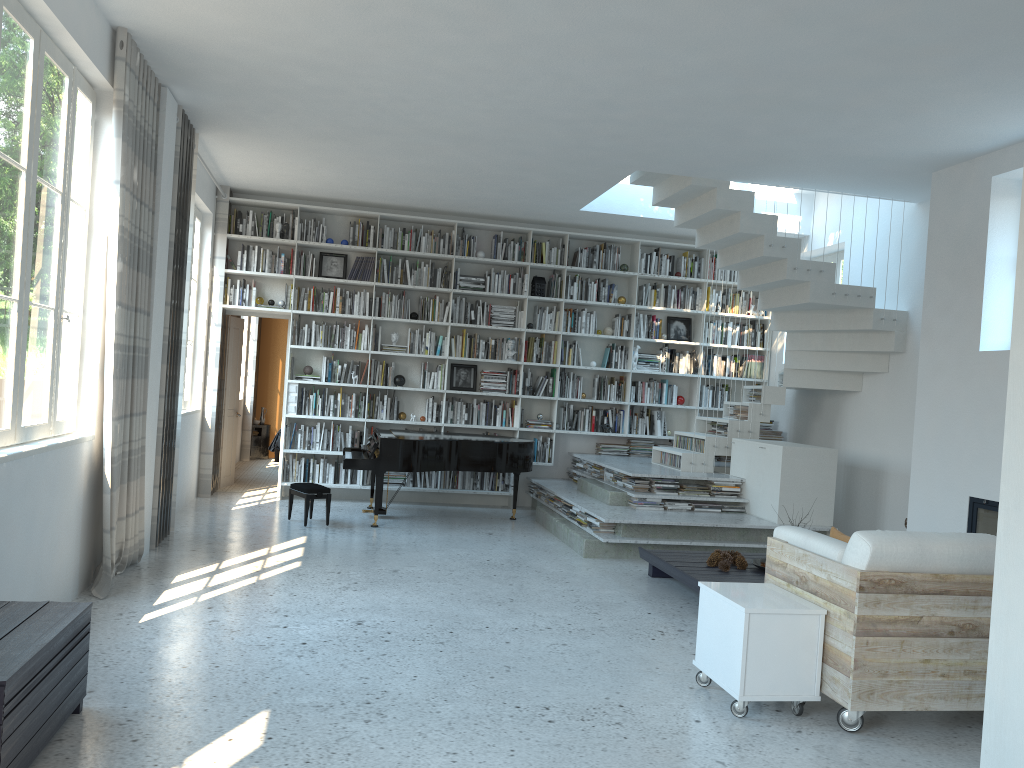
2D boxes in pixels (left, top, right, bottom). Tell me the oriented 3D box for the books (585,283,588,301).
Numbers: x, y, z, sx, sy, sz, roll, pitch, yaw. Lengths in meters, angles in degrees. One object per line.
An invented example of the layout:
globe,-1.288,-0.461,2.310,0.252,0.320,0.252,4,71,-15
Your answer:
books,0.833,-1.043,10.164,0.028,0.223,0.142,4,0,-11

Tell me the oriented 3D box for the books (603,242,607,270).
books,1.044,-1.450,10.176,0.007,0.329,0.183,4,0,-11

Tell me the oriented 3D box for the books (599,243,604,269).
books,1.011,-1.444,10.172,0.006,0.312,0.179,4,0,-11

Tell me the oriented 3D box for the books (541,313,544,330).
books,0.332,-0.701,10.065,0.023,0.207,0.171,4,0,-11

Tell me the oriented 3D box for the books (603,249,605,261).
books,1.034,-1.412,10.176,0.008,0.251,0.170,4,0,-11

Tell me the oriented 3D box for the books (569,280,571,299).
books,0.648,-1.064,10.121,0.012,0.239,0.138,4,0,-11

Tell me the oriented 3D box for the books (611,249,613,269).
books,1.123,-1.409,10.197,0.014,0.258,0.149,4,0,-11

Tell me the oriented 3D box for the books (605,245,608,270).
books,1.057,-1.434,10.162,0.015,0.299,0.183,4,0,-11

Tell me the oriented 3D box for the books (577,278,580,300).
books,0.738,-1.072,10.124,0.010,0.268,0.166,4,0,-11

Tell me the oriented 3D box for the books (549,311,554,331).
books,0.438,-0.707,10.080,0.024,0.234,0.149,4,0,-11

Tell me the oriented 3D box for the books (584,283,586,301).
books,0.813,-1.040,10.156,0.014,0.215,0.132,4,0,-11

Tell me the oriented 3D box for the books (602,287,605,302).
books,1.024,-1.009,10.183,0.027,0.181,0.176,4,0,-11

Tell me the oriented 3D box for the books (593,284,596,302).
books,0.922,-1.030,10.148,0.021,0.209,0.180,4,0,-11

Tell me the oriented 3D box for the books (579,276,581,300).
books,0.761,-1.085,10.143,0.021,0.296,0.138,4,0,-11

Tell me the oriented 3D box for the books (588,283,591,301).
books,0.872,-1.037,10.166,0.025,0.216,0.144,4,0,-11

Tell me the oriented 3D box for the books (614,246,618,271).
books,1.169,-1.425,10.199,0.013,0.297,0.188,4,0,-11

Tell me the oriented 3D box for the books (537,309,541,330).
books,0.290,-0.722,10.062,0.024,0.242,0.159,4,0,-11

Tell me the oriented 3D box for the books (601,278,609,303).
books,1.058,-1.059,10.175,0.029,0.285,0.183,4,0,-11

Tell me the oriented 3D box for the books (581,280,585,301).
books,0.798,-1.055,10.134,0.027,0.241,0.160,4,0,-11

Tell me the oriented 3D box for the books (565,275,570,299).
books,0.630,-1.088,10.103,0.012,0.285,0.159,4,0,-11

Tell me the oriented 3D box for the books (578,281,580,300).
books,0.746,-1.055,10.135,0.012,0.235,0.165,4,0,-11

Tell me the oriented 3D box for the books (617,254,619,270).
books,1.188,-1.383,10.211,0.018,0.214,0.157,4,0,-11

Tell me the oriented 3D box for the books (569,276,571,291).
books,0.637,-1.085,10.125,0.011,0.280,0.133,4,0,-11

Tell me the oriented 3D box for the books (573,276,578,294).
books,0.713,-1.081,10.126,0.011,0.283,0.173,4,0,-11

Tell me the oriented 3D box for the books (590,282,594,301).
books,0.898,-1.046,10.159,0.023,0.237,0.149,4,0,-11

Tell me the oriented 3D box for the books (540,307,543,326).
books,0.323,-0.736,10.064,0.019,0.275,0.146,4,0,-11

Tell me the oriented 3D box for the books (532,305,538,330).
books,0.260,-0.745,10.056,0.018,0.285,0.159,4,0,-11

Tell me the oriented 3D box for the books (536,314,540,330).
books,0.273,-0.694,10.038,0.028,0.185,0.181,4,0,-11

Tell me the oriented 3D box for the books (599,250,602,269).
books,0.998,-1.404,10.165,0.018,0.231,0.160,4,0,-11

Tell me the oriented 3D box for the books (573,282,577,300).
books,0.695,-1.045,10.106,0.026,0.208,0.181,4,0,-11

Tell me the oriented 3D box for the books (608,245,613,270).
books,1.115,-1.434,10.188,0.008,0.307,0.182,4,0,-11

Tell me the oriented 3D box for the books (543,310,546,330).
books,0.349,-0.714,10.063,0.023,0.236,0.178,4,0,-11

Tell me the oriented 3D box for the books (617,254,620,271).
books,1.205,-1.379,10.205,0.014,0.209,0.188,4,0,-11

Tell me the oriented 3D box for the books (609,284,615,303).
books,1.126,-1.029,10.192,0.054,0.235,0.171,4,0,-11

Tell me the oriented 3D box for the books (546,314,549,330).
books,0.382,-0.691,10.059,0.024,0.195,0.172,4,0,-11

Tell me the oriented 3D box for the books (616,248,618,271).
books,1.180,-1.415,10.195,0.008,0.278,0.180,4,0,-11

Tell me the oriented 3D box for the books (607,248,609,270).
books,1.081,-1.420,10.191,0.008,0.275,0.163,4,0,-11

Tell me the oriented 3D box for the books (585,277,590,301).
books,0.856,-1.072,10.164,0.013,0.284,0.154,4,0,-11

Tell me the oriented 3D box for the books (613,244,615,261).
books,1.148,-1.439,10.224,0.008,0.321,0.133,4,0,-11

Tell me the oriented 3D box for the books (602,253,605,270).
books,1.022,-1.387,10.159,0.018,0.201,0.188,4,0,-11

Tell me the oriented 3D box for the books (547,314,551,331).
books,0.400,-0.691,10.065,0.027,0.196,0.185,4,0,-11

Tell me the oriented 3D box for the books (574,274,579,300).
books,0.727,-1.092,10.122,0.014,0.307,0.152,4,0,-11

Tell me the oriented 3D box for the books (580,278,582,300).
books,0.775,-1.074,10.153,0.012,0.276,0.133,4,0,-11

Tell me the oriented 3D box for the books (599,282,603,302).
books,0.999,-1.039,10.173,0.030,0.238,0.185,4,0,-11

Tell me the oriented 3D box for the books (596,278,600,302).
books,0.976,-1.064,10.187,0.012,0.285,0.159,4,0,-11

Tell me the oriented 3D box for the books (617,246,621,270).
books,1.218,-1.427,10.208,0.006,0.306,0.163,4,0,-11

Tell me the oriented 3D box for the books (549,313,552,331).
books,0.421,-0.697,10.070,0.029,0.211,0.157,4,0,-11

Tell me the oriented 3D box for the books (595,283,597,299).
books,0.935,-1.036,10.165,0.011,0.222,0.159,4,0,-11

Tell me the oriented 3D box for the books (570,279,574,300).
books,0.668,-1.064,10.119,0.026,0.243,0.148,4,0,-11

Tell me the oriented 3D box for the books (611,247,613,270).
books,1.138,-1.429,10.204,0.019,0.299,0.137,4,0,-11

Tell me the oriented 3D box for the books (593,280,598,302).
books,0.948,-1.056,10.169,0.012,0.264,0.156,4,0,-11

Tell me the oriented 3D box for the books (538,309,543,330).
books,0.308,-0.724,10.060,0.028,0.250,0.164,4,0,-11

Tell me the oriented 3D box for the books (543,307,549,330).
books,0.371,-0.733,10.044,0.028,0.275,0.186,4,0,-11

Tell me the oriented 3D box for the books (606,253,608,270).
books,1.070,-1.424,10.193,0.012,0.280,0.144,4,0,-11

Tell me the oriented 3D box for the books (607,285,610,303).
books,1.082,-1.021,10.196,0.030,0.213,0.156,4,0,-11

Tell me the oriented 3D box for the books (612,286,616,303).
books,1.146,-1.019,10.205,0.048,0.216,0.182,4,0,-11

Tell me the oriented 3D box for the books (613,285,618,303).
books,1.179,-1.023,10.230,0.026,0.229,0.140,4,0,-11

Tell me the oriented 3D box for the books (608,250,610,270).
books,1.096,-1.408,10.194,0.024,0.252,0.149,4,0,-11
